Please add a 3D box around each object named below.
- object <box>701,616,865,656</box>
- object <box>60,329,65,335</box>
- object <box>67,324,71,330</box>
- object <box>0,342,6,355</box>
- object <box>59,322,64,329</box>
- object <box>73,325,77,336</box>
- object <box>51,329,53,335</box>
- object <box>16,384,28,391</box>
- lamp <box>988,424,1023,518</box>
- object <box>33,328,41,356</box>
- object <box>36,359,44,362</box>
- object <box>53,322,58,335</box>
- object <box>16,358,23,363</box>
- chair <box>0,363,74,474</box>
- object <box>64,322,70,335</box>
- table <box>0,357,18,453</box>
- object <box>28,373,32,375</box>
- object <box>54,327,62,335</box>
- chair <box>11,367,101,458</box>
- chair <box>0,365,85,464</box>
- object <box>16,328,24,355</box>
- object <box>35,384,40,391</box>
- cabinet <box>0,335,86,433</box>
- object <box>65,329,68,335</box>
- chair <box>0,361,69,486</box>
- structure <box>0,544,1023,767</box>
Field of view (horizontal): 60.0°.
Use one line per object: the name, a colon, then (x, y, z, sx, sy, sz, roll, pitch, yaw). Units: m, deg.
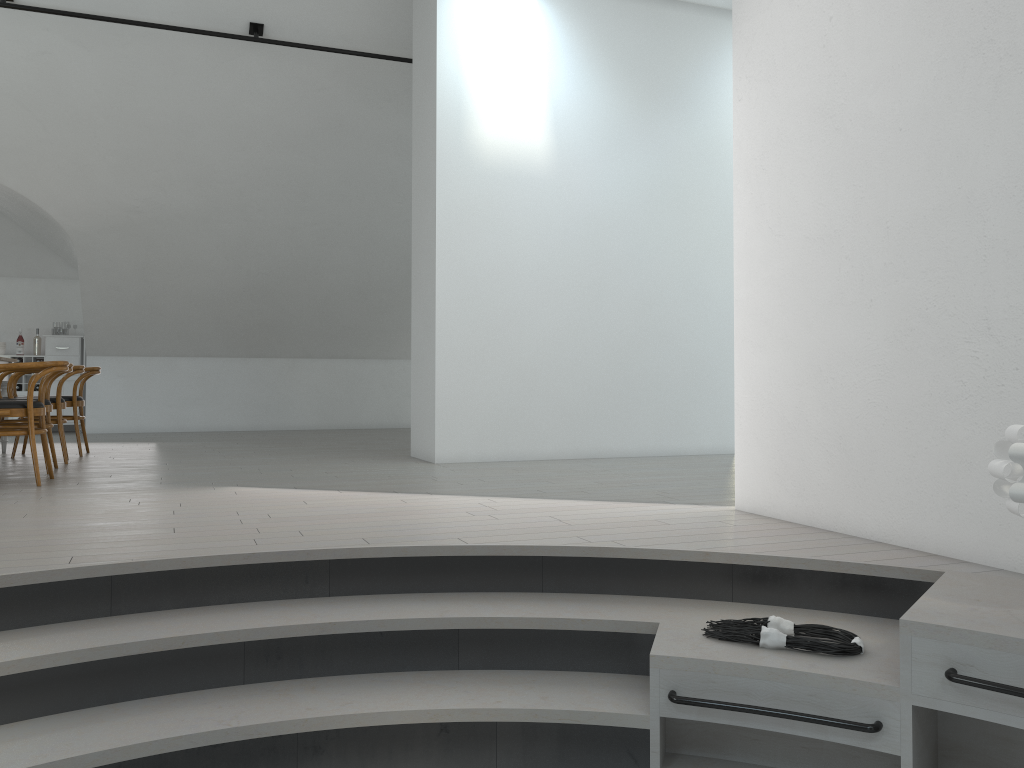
object: (0.811, 0.757, 2.669, 0.473, 0.082, 0.218, 0, 0, 31)
object: (-5.420, -0.614, 10.659, 0.077, 0.085, 0.077, 0, -1, -13)
object: (-5.342, -0.645, 10.685, 0.046, 0.143, 0.046, 0, -2, -10)
object: (-6.029, -0.412, 10.416, 0.154, 0.160, 0.157, 0, -1, 7)
object: (-5.483, -0.662, 10.776, 0.054, 0.179, 0.054, 1, -2, -27)
object: (-5.293, -0.645, 10.739, 0.046, 0.143, 0.046, 0, -2, -10)
object: (-5.503, -0.619, 10.700, 0.093, 0.093, 0.094, 0, -1, 11)
object: (-5.790, 0.042, 10.493, 0.156, 0.085, 0.331, 0, 0, -20)
lamp: (1.398, 0.340, 2.250, 0.305, 0.525, 0.305, 1, -1, -33)
object: (-5.665, -0.498, 10.582, 0.085, 0.331, 0.085, -1, -2, 28)
object: (-5.619, -0.259, 10.555, 0.087, 0.085, 0.360, 0, 0, -21)
object: (-5.479, -0.656, 10.629, 0.048, 0.169, 0.048, 0, -2, 11)
object: (-5.816, -0.264, 10.488, 0.092, 0.094, 0.359, 0, 0, -21)
chair: (-3.282, 0.225, 5.927, 0.621, 0.735, 0.527, 0, -1, -21)
object: (-5.433, -0.665, 10.815, 0.063, 0.187, 0.063, 1, -2, -35)
table: (-4.151, 0.189, 5.929, 1.018, 0.799, 3.347, 0, 0, -21)
object: (-5.724, -0.153, 10.527, 0.085, 0.085, 0.330, 0, 0, -22)
object: (-5.419, -0.624, 10.573, 0.081, 0.105, 0.081, 0, -1, 17)
chair: (-3.732, 0.223, 7.309, 0.621, 0.735, 0.527, 0, -1, -19)
chair: (-3.532, 0.224, 6.611, 0.621, 0.735, 0.527, 1, -1, -26)
object: (-5.836, -0.497, 10.522, 0.081, 0.330, 0.081, 1, -2, -25)
object: (-5.625, 0.045, 10.550, 0.081, 0.081, 0.358, 0, 0, -23)
cabinet: (-5.748, 0.002, 10.566, 1.242, 1.155, 0.609, 0, -1, -21)
object: (-5.422, -0.621, 10.742, 0.071, 0.099, 0.071, 0, -1, -13)
chair: (-2.980, 0.227, 5.265, 0.621, 0.735, 0.527, 0, -1, -18)
structure: (-0.149, 0.947, 1.010, 4.708, 0.694, 4.707, 0, 0, 24)
